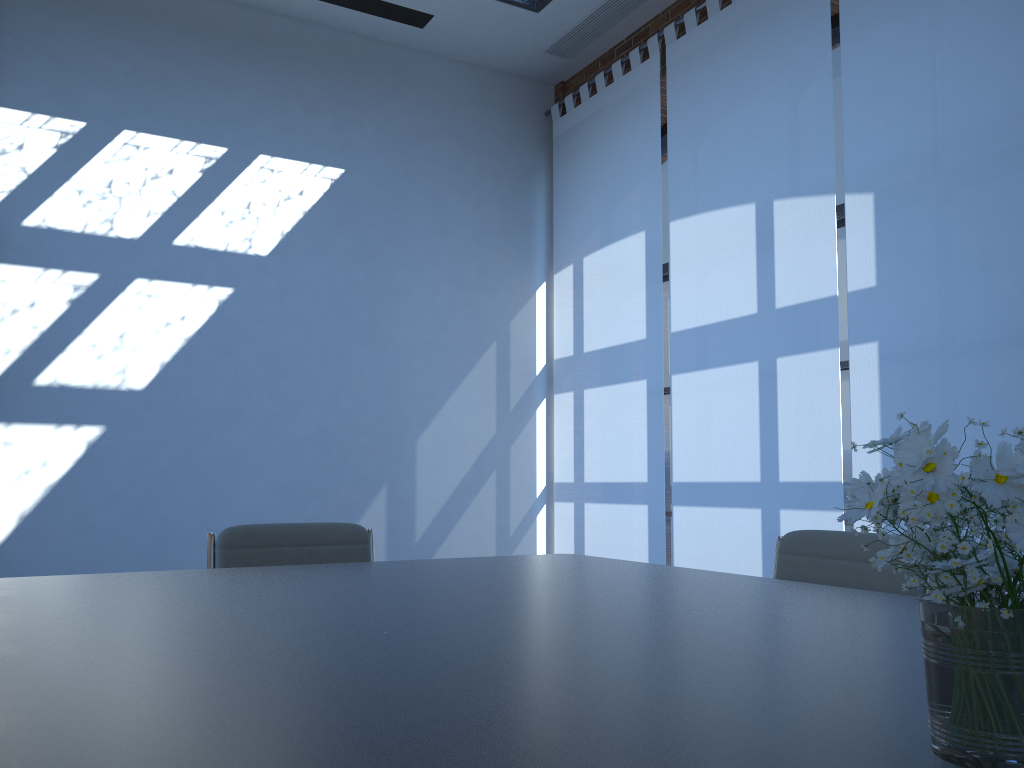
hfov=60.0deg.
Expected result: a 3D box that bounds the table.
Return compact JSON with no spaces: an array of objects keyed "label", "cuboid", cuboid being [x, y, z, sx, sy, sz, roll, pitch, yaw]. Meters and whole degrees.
[{"label":"table","cuboid":[0.516,0.730,0.713,1.811,0.807,4.516,3,-7,-29]}]

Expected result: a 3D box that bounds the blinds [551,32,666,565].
[{"label":"blinds","cuboid":[0.594,-0.206,5.768,0.039,3.745,1.222,2,-5,-29]}]

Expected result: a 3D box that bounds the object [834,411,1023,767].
[{"label":"object","cuboid":[0.445,0.180,0.810,0.329,0.308,0.337,2,-6,-19]}]

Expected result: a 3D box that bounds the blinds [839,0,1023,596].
[{"label":"blinds","cuboid":[1.844,-0.456,3.559,0.039,3.745,1.222,2,-5,-29]}]

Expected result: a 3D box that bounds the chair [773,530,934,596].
[{"label":"chair","cuboid":[0.651,0.850,2.270,0.707,0.920,0.561,3,-5,-26]}]

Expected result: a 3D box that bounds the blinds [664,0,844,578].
[{"label":"blinds","cuboid":[1.222,-0.332,4.659,0.039,3.745,1.222,2,-5,-29]}]

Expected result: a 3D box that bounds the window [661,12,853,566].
[{"label":"window","cuboid":[3.139,-0.481,2.379,0.160,3.596,9.647,2,-7,-29]}]

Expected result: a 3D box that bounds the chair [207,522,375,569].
[{"label":"chair","cuboid":[-0.573,0.893,2.658,0.560,0.920,0.708,3,-6,-29]}]
